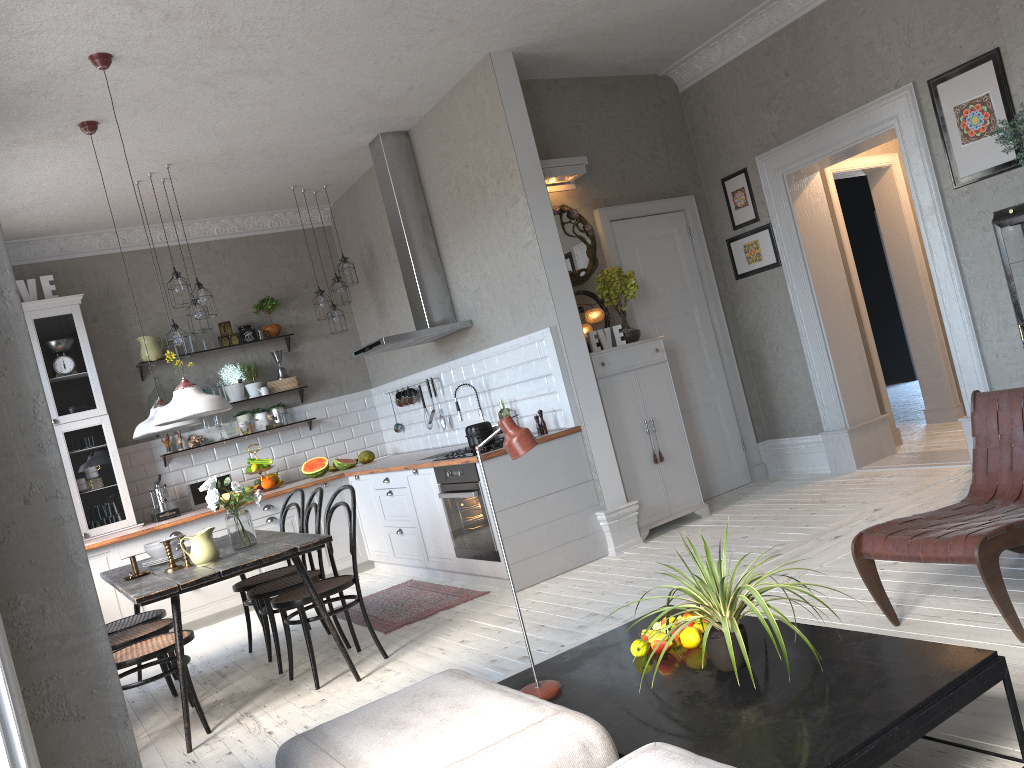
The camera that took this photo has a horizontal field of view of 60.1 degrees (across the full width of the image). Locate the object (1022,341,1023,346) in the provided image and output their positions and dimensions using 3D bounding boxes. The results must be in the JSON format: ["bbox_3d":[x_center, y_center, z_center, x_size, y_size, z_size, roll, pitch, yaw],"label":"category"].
[{"bbox_3d":[2.648,-0.106,4.545,0.044,0.234,0.041,-14,1,16],"label":"object"}]

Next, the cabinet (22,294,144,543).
[{"bbox_3d":[-3.599,0.336,6.921,0.896,1.921,0.380,-15,1,-31],"label":"cabinet"}]

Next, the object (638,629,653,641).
[{"bbox_3d":[0.451,0.821,2.882,0.066,0.039,0.065,-14,0,-25],"label":"object"}]

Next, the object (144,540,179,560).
[{"bbox_3d":[-1.941,0.937,4.932,0.183,0.094,0.176,-14,0,-40],"label":"object"}]

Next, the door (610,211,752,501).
[{"bbox_3d":[1.300,-0.213,6.714,0.765,2.183,0.078,-15,1,-32],"label":"door"}]

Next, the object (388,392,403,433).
[{"bbox_3d":[-1.065,0.257,8.012,0.078,0.379,0.081,-15,1,-31],"label":"object"}]

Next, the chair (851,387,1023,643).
[{"bbox_3d":[1.769,0.440,3.262,1.036,0.721,0.498,-14,0,-31],"label":"chair"}]

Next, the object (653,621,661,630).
[{"bbox_3d":[0.499,0.811,2.973,0.048,0.036,0.060,-14,0,-20],"label":"object"}]

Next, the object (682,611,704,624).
[{"bbox_3d":[0.594,0.772,2.900,0.075,0.064,0.075,-14,0,0],"label":"object"}]

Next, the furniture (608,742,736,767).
[{"bbox_3d":[0.299,0.932,1.358,0.594,0.476,0.812,-14,0,-30],"label":"furniture"}]

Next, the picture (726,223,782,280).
[{"bbox_3d":[1.846,-1.008,6.785,0.014,0.331,0.480,-15,0,-30],"label":"picture"}]

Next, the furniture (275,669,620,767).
[{"bbox_3d":[-0.170,1.053,2.195,0.594,0.476,0.812,-14,0,-30],"label":"furniture"}]

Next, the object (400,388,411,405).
[{"bbox_3d":[-0.911,0.105,7.678,0.110,0.161,0.134,-15,0,-28],"label":"object"}]

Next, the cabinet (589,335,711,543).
[{"bbox_3d":[0.851,0.380,6.104,0.679,1.297,0.376,-15,1,-31],"label":"cabinet"}]

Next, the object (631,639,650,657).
[{"bbox_3d":[0.399,0.826,2.769,0.059,0.055,0.069,-14,0,27],"label":"object"}]

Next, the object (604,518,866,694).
[{"bbox_3d":[0.587,0.598,2.525,0.738,0.420,0.656,-14,0,-13],"label":"object"}]

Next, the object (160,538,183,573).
[{"bbox_3d":[-1.747,0.867,4.520,0.094,0.172,0.098,-14,1,41],"label":"object"}]

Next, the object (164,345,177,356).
[{"bbox_3d":[-2.909,-0.272,7.575,0.105,0.111,0.101,-14,0,-31],"label":"object"}]

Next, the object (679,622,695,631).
[{"bbox_3d":[0.563,0.782,2.829,0.058,0.058,0.057,-15,0,-40],"label":"object"}]

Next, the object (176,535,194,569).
[{"bbox_3d":[-1.662,0.845,4.491,0.062,0.172,0.061,-14,0,-9],"label":"object"}]

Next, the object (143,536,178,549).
[{"bbox_3d":[-1.946,0.917,4.932,0.183,0.094,0.176,-14,0,-40],"label":"object"}]

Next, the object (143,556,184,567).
[{"bbox_3d":[-1.927,0.989,4.933,0.239,0.027,0.235,-14,0,-13],"label":"object"}]

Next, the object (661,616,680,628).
[{"bbox_3d":[0.521,0.792,2.910,0.062,0.062,0.061,-14,0,41],"label":"object"}]

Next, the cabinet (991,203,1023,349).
[{"bbox_3d":[2.898,-0.234,4.417,0.355,1.471,0.606,-15,1,-30],"label":"cabinet"}]

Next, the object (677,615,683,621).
[{"bbox_3d":[0.568,0.792,2.970,0.047,0.037,0.066,-14,0,-4],"label":"object"}]

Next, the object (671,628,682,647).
[{"bbox_3d":[0.515,0.796,2.780,0.059,0.056,0.059,-15,0,-44],"label":"object"}]

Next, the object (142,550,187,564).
[{"bbox_3d":[-1.932,0.972,4.933,0.239,0.027,0.236,-14,0,-8],"label":"object"}]

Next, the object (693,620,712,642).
[{"bbox_3d":[0.597,0.771,2.778,0.061,0.063,0.062,-14,0,1],"label":"object"}]

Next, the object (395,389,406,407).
[{"bbox_3d":[-0.973,0.121,7.787,0.110,0.161,0.135,-14,0,-18],"label":"object"}]

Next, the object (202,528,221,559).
[{"bbox_3d":[-1.540,0.817,4.526,0.060,0.167,0.058,-15,0,-17],"label":"object"}]

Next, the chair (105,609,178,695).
[{"bbox_3d":[-2.271,1.372,5.058,0.556,0.921,0.432,-14,0,-18],"label":"chair"}]

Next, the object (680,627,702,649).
[{"bbox_3d":[0.551,0.781,2.723,0.071,0.066,0.069,-14,0,-16],"label":"object"}]

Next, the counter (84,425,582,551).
[{"bbox_3d":[-1.694,0.831,6.298,3.220,0.039,3.327,-14,0,-31],"label":"counter"}]

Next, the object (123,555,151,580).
[{"bbox_3d":[-1.978,0.957,4.647,0.136,0.112,0.142,-14,0,42],"label":"object"}]

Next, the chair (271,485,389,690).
[{"bbox_3d":[-0.992,1.044,4.642,0.560,0.921,0.429,-15,0,-33],"label":"chair"}]

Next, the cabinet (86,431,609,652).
[{"bbox_3d":[-1.281,1.150,6.665,4.153,0.854,2.008,-14,0,15],"label":"cabinet"}]

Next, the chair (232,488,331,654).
[{"bbox_3d":[-1.465,1.166,5.515,0.560,0.921,0.429,-15,0,-33],"label":"chair"}]

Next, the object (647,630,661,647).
[{"bbox_3d":[0.458,0.810,2.808,0.057,0.058,0.058,-14,0,42],"label":"object"}]

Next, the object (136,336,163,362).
[{"bbox_3d":[-3.030,-0.296,7.441,0.193,0.216,0.171,-14,0,-17],"label":"object"}]

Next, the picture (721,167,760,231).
[{"bbox_3d":[1.744,-1.410,6.778,0.012,0.416,0.277,-15,0,-30],"label":"picture"}]

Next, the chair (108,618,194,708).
[{"bbox_3d":[-2.054,1.316,4.635,0.560,0.921,0.429,-15,0,-33],"label":"chair"}]

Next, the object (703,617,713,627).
[{"bbox_3d":[0.635,0.765,2.827,0.058,0.058,0.056,-14,0,-6],"label":"object"}]

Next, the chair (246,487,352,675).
[{"bbox_3d":[-1.250,1.111,5.094,0.558,0.921,0.431,-15,0,-23],"label":"chair"}]

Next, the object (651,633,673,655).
[{"bbox_3d":[0.463,0.804,2.738,0.068,0.066,0.069,-14,0,-26],"label":"object"}]

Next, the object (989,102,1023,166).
[{"bbox_3d":[2.658,-1.193,4.403,0.419,0.506,0.394,-14,0,-15],"label":"object"}]

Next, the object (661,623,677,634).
[{"bbox_3d":[0.507,0.797,2.848,0.061,0.058,0.062,-14,0,14],"label":"object"}]

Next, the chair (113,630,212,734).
[{"bbox_3d":[-1.787,1.247,4.165,0.558,0.921,0.431,-15,0,-23],"label":"chair"}]

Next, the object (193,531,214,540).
[{"bbox_3d":[-1.776,0.902,5.083,0.126,0.119,0.126,-14,0,-15],"label":"object"}]

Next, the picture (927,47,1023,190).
[{"bbox_3d":[2.692,-1.527,5.143,0.020,0.677,0.450,-15,0,-30],"label":"picture"}]

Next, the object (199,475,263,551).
[{"bbox_3d":[-1.473,0.672,4.724,0.318,0.414,0.246,-15,0,-32],"label":"object"}]

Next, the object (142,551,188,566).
[{"bbox_3d":[-1.930,0.980,4.933,0.233,0.027,0.241,-14,0,27],"label":"object"}]

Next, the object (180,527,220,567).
[{"bbox_3d":[-1.547,0.817,4.426,0.134,0.170,0.151,-14,0,21],"label":"object"}]
